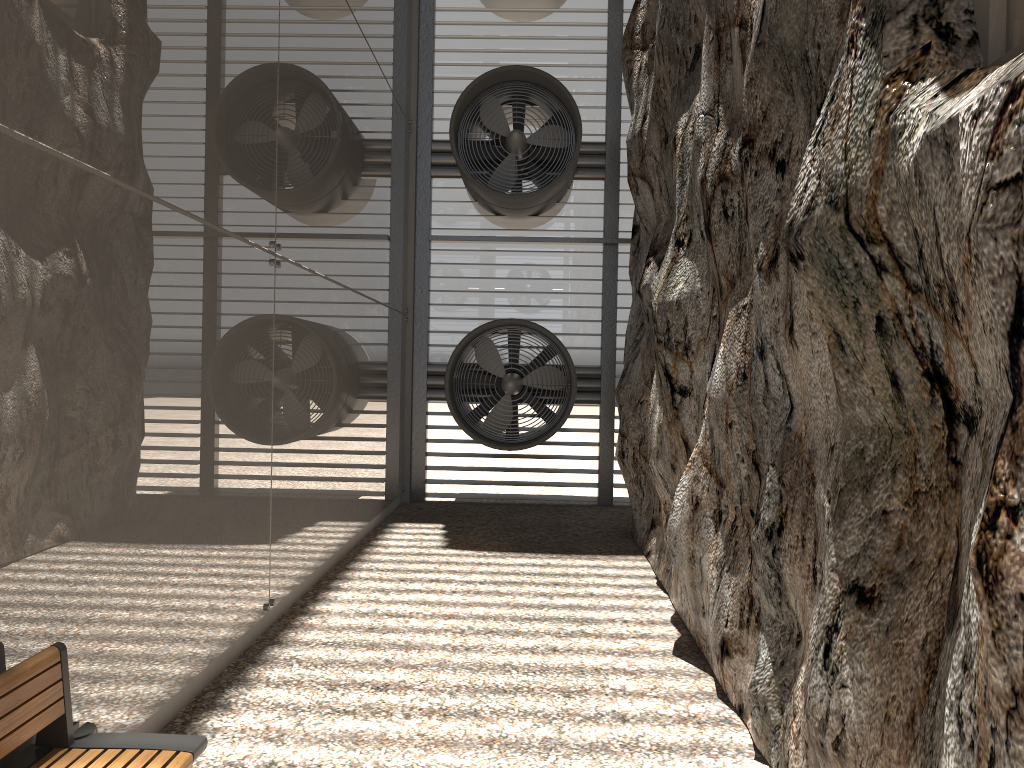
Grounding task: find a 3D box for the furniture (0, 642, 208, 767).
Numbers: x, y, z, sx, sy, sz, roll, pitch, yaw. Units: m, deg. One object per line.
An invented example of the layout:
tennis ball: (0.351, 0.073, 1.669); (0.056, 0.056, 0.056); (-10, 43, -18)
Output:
furniture: (-1.414, 1.312, 2.195); (0.595, 0.796, 2.153); (1, 1, 2)
